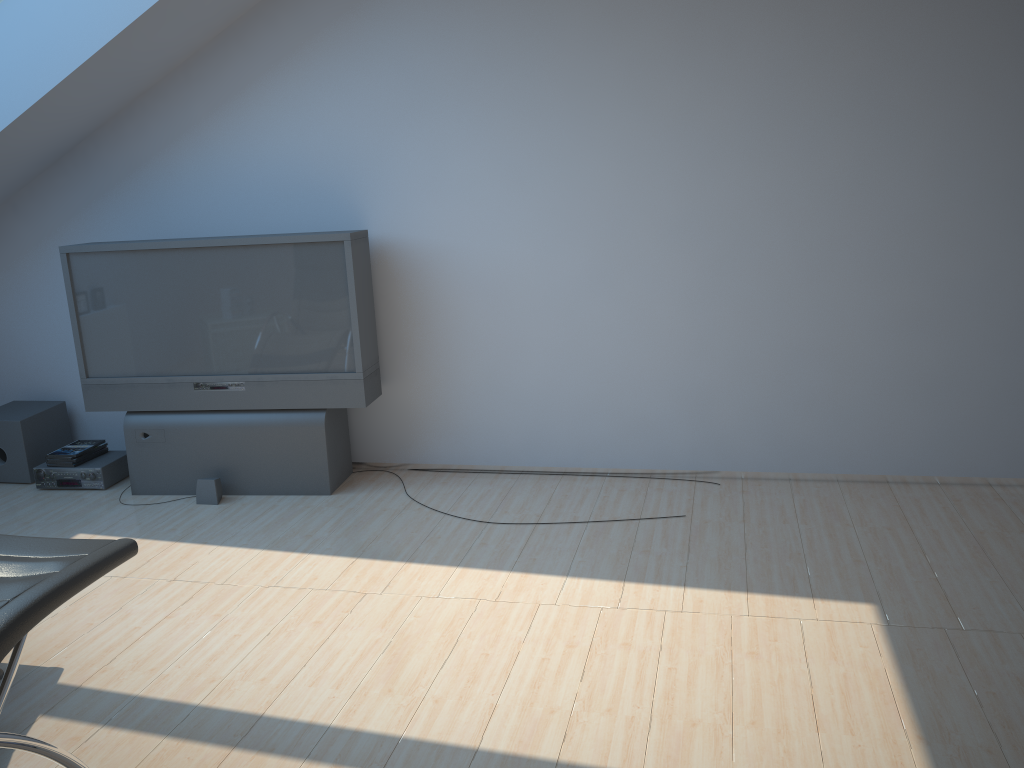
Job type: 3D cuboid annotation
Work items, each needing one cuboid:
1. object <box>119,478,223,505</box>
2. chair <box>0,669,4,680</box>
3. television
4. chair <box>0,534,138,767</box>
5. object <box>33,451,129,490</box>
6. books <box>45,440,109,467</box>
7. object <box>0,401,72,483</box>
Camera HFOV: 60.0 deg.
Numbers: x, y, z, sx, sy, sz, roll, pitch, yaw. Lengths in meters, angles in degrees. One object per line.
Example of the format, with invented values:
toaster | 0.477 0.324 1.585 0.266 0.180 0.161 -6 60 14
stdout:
object | -2.148 0.564 5.211 1.163 0.141 0.394 9 17 42
chair | -2.474 0.642 2.431 0.836 1.251 1.938 0 13 14
television | -1.626 -0.110 5.107 1.686 1.446 0.400 -1 13 9
chair | -1.637 0.905 1.752 0.836 0.953 2.114 0 13 14
object | -2.621 0.528 5.456 0.450 0.138 0.358 -1 13 9
books | -1.589 0.877 3.518 1.045 0.222 4.790 -7 13 -18
object | -3.120 0.361 5.648 0.400 0.424 0.401 0 13 14
